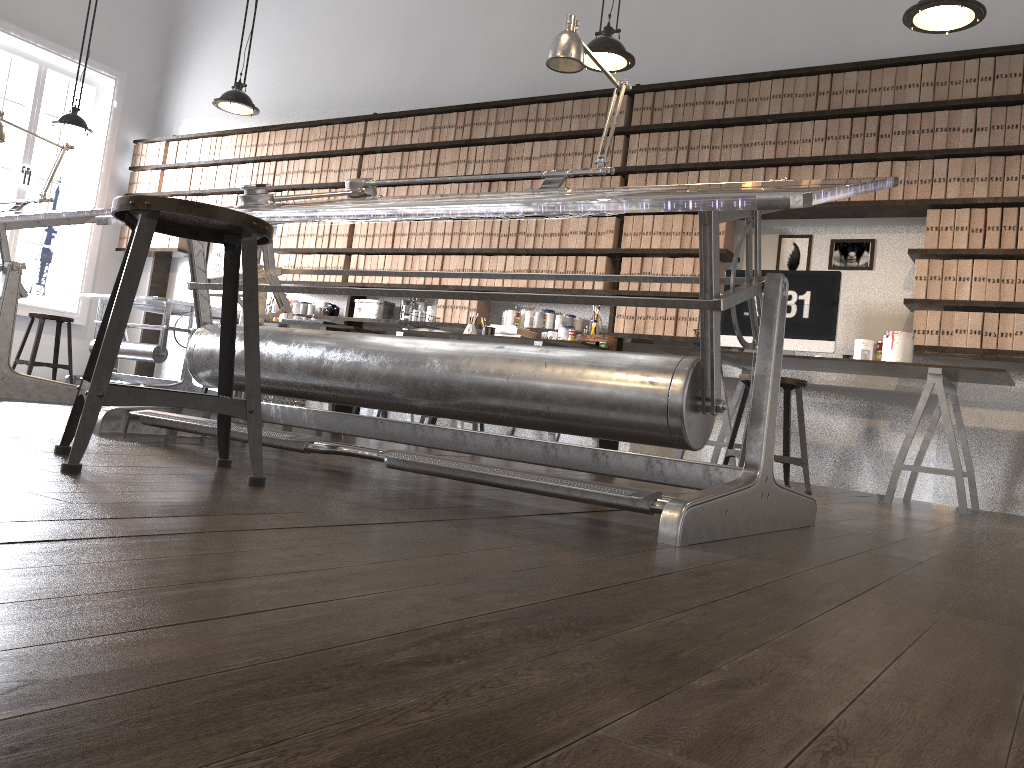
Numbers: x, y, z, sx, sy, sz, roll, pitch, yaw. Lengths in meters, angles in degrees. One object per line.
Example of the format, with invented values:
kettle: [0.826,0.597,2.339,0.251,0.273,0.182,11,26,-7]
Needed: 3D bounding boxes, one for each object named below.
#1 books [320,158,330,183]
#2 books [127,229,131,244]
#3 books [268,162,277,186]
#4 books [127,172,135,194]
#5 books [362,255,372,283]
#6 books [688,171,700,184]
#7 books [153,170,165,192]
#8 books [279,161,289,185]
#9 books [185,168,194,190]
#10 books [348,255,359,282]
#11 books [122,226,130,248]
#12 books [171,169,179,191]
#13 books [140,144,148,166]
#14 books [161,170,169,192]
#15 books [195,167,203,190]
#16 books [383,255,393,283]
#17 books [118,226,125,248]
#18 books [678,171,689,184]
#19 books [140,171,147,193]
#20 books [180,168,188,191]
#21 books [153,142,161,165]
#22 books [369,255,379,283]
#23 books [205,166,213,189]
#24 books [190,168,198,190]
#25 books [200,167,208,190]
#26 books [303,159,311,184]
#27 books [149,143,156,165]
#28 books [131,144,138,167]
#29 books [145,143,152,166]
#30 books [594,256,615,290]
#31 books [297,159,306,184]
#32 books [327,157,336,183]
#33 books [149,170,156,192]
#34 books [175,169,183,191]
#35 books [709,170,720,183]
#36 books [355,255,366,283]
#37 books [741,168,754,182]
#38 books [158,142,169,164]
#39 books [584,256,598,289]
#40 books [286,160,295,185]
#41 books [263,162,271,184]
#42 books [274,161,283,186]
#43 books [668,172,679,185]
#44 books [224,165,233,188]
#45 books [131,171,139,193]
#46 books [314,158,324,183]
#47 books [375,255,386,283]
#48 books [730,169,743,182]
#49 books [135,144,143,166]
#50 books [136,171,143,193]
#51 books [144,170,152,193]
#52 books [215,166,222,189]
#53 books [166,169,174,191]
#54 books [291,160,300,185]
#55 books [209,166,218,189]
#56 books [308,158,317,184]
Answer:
books: [-1.499,-1.749,7.376,0.067,0.226,0.173,4,-5,33]
books: [-3.669,-1.418,8.693,0.067,0.226,0.173,4,-5,33]
books: [-2.027,-1.802,7.713,0.067,0.227,0.173,4,-5,33]
books: [-3.716,-1.977,8.813,0.067,0.226,0.173,4,-5,33]
books: [-1.084,-0.887,6.975,0.067,0.226,0.173,4,-5,33]
books: [1.171,-1.212,5.598,0.067,0.227,0.173,4,-5,33]
books: [-3.371,-1.942,8.591,0.067,0.226,0.173,4,-5,33]
books: [-1.904,-1.790,7.635,0.067,0.226,0.173,4,-5,33]
books: [-2.970,-1.896,8.324,0.067,0.227,0.173,4,-5,33]
books: [-1.207,-0.900,7.046,0.067,0.226,0.173,4,-5,33]
books: [-3.734,-1.425,8.729,0.067,0.227,0.173,4,-5,33]
books: [-3.141,-1.913,8.433,0.067,0.227,0.173,4,-5,33]
books: [-3.570,-2.241,8.762,0.067,0.226,0.173,4,-5,33]
books: [-3.260,-1.925,8.515,0.067,0.226,0.173,4,-5,33]
books: [-2.847,-1.884,8.246,0.067,0.226,0.173,4,-5,33]
books: [-0.908,-0.870,6.856,0.067,0.226,0.173,4,-5,33]
books: [-3.794,-1.430,8.774,0.067,0.226,0.173,4,-5,33]
books: [1.114,-1.217,5.639,0.067,0.226,0.173,4,-5,33]
books: [-3.544,-1.959,8.701,0.067,0.226,0.173,4,-5,33]
books: [-3.029,-1.902,8.369,0.067,0.226,0.173,4,-5,33]
books: [-3.395,-2.223,8.646,0.067,0.227,0.173,4,-5,33]
books: [-1.026,-0.882,6.935,0.067,0.226,0.173,4,-5,33]
books: [-2.726,-1.872,8.172,0.067,0.226,0.173,4,-5,33]
books: [-2.904,-1.890,8.288,0.067,0.226,0.173,4,-5,33]
books: [-2.786,-1.878,8.211,0.067,0.226,0.173,4,-5,33]
books: [-1.672,-1.766,7.487,0.067,0.226,0.173,4,-5,33]
books: [-3.452,-2.229,8.688,0.067,0.226,0.173,4,-5,33]
books: [-3.693,-2.253,8.838,0.067,0.227,0.173,4,-5,33]
books: [-3.509,-2.235,8.727,0.067,0.226,0.173,4,-5,33]
books: [0.624,-0.717,5.864,0.067,0.226,0.173,4,-5,33]
books: [-1.730,-1.772,7.520,0.067,0.227,0.173,4,-5,33]
books: [-1.440,-1.743,7.340,0.067,0.226,0.173,4,-5,33]
books: [-3.431,-1.948,8.629,0.067,0.226,0.173,4,-5,33]
books: [-3.086,-1.908,8.403,0.067,0.226,0.173,4,-5,33]
books: [1.286,-1.200,5.527,0.067,0.226,0.173,4,-5,33]
books: [-1.144,-0.893,7.009,0.067,0.226,0.173,4,-5,33]
books: [1.459,-1.183,5.417,0.067,0.226,0.173,4,-5,33]
books: [-3.333,-2.217,8.609,0.067,0.226,0.173,4,-5,33]
books: [0.557,-0.723,5.905,0.067,0.227,0.173,4,-5,33]
books: [-1.843,-1.783,7.600,0.067,0.226,0.173,4,-5,33]
books: [-2.086,-1.808,7.758,0.067,0.226,0.173,4,-5,33]
books: [-1.962,-1.795,7.677,0.067,0.226,0.173,4,-5,33]
books: [1.057,-1.223,5.679,0.067,0.226,0.173,4,-5,33]
books: [-2.503,-1.850,8.022,0.067,0.227,0.173,4,-5,33]
books: [-3.659,-1.971,8.772,0.067,0.227,0.173,4,-5,33]
books: [-1.560,-1.755,7.411,0.067,0.227,0.173,4,-5,33]
books: [-0.970,-0.876,6.894,0.067,0.227,0.173,4,-5,33]
books: [1.399,-1.189,5.455,0.067,0.226,0.173,4,-5,33]
books: [-3.633,-2.247,8.798,0.067,0.226,0.173,4,-5,33]
books: [-3.598,-1.965,8.734,0.067,0.226,0.173,4,-5,33]
books: [-3.491,-1.954,8.661,0.067,0.227,0.173,4,-5,33]
books: [-2.615,-1.861,8.098,0.067,0.226,0.173,4,-5,33]
books: [-3.202,-1.920,8.473,0.067,0.226,0.173,4,-5,33]
books: [-1.783,-1.778,7.561,0.067,0.226,0.173,4,-5,33]
books: [-2.673,-1.867,8.131,0.067,0.227,0.173,4,-5,33]
books: [-1.620,-1.761,7.452,0.067,0.226,0.173,4,-5,33]
